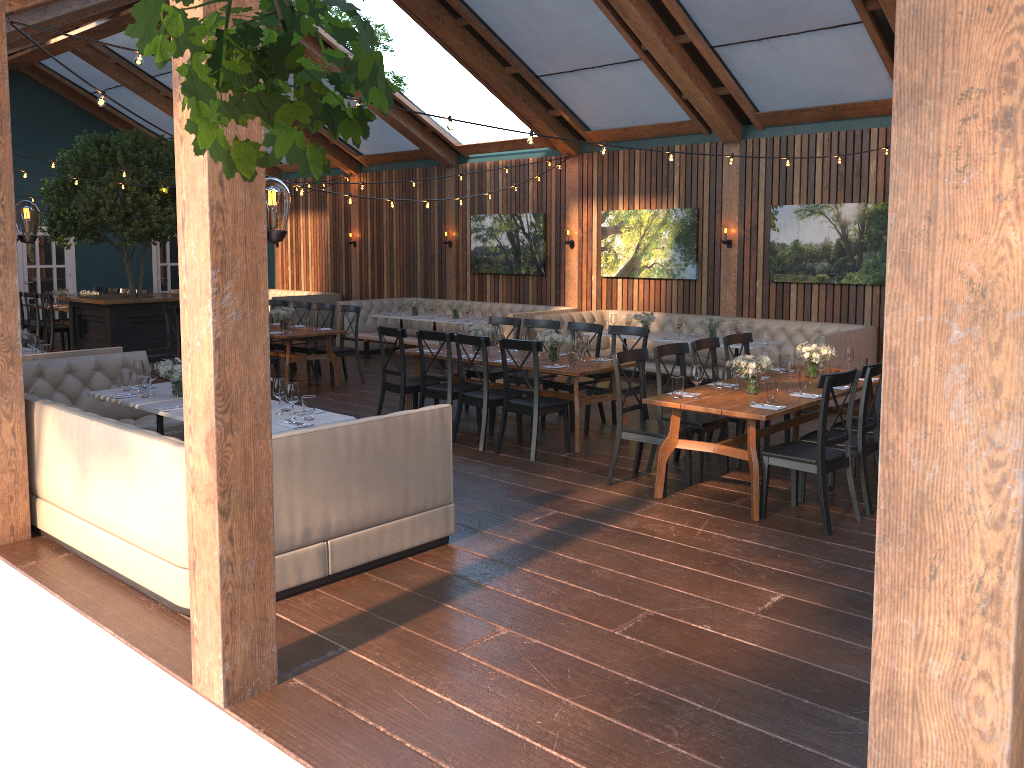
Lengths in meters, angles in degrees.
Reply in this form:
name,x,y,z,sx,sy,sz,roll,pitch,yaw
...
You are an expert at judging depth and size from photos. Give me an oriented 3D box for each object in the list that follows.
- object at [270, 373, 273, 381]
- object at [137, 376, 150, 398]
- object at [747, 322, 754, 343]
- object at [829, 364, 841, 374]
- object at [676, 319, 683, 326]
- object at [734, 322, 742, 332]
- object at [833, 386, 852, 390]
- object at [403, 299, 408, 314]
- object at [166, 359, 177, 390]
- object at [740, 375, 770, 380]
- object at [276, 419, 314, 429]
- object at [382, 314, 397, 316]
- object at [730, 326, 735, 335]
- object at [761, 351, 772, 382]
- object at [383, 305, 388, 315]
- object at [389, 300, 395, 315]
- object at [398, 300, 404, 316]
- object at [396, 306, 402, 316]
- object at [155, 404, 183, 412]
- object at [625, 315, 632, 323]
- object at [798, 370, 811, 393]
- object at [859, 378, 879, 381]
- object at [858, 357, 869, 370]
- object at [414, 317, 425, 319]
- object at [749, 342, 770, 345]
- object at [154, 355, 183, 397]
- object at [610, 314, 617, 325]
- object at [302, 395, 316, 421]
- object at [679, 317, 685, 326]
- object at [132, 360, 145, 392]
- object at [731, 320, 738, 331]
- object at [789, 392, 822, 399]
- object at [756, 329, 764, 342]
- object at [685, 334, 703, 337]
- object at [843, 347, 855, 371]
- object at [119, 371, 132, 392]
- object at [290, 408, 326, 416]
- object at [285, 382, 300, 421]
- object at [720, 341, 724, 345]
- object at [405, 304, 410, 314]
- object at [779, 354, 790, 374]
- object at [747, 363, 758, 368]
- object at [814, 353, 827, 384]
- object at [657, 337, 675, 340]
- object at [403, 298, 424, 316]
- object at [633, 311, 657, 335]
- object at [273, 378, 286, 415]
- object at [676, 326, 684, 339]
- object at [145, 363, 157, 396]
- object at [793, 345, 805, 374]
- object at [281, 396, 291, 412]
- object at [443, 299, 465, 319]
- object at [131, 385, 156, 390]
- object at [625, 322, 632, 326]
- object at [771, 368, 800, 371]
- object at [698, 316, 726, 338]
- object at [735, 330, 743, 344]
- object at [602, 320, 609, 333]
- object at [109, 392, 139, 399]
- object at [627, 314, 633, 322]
name,x,y,z,sx,sy,sz,roll,pitch,yaw
object,-1.846,0.039,6.149,0.336,0.307,0.331,2,8,17
object,-2.797,0.024,6.727,0.092,0.157,0.092,3,7,29
object,2.847,-0.621,10.565,0.092,0.243,0.093,-1,6,-5
object,2.561,-0.078,7.019,0.092,0.157,0.092,-2,7,-21
object,2.081,-0.690,11.001,0.092,0.243,0.093,-1,6,-5
object,2.672,-0.606,10.469,0.092,0.243,0.093,-1,6,-5
object,2.494,0.016,6.867,0.256,0.019,0.158,8,12,42
object,-1.781,-1.293,14.833,0.092,0.243,0.093,0,6,0
object,-2.736,-0.078,7.103,0.092,0.243,0.093,0,6,0
object,2.032,-0.058,7.332,0.256,0.019,0.158,8,12,42
object,-1.417,0.253,5.719,0.256,0.019,0.158,8,12,42
object,-1.992,-1.133,14.534,0.158,0.019,0.256,8,12,42
object,2.722,-0.626,10.869,0.092,0.157,0.092,3,7,29
object,2.055,-0.143,7.156,0.092,0.243,0.093,-1,6,-5
object,-2.109,-1.237,14.748,0.092,0.157,0.092,3,7,29
object,-2.000,-1.278,14.733,0.092,0.243,0.093,0,6,0
object,-1.830,-1.251,14.561,0.092,0.243,0.093,0,6,0
object,-1.841,-1.191,14.457,0.092,0.157,0.092,3,7,29
object,-2.382,0.164,6.279,0.158,0.019,0.256,8,12,42
object,1.515,-0.772,11.526,0.092,0.243,0.093,0,6,0
object,2.192,-0.017,6.633,0.092,0.157,0.092,-2,7,-21
object,2.878,-0.051,7.293,0.256,0.019,0.158,8,12,42
object,2.960,-0.146,7.455,0.092,0.157,0.092,-2,7,-21
object,-1.426,-1.051,14.009,0.158,0.019,0.256,8,12,42
object,2.884,-0.484,10.414,0.256,0.019,0.158,8,12,42
object,-2.564,-0.059,6.773,0.329,0.307,0.338,-3,8,-25
object,1.345,-0.800,11.698,0.092,0.243,0.093,0,6,0
object,-1.346,0.160,5.863,0.092,0.157,0.092,3,7,29
object,2.156,-0.730,11.261,0.092,0.243,0.093,-1,6,-5
object,-2.956,-0.063,7.003,0.092,0.243,0.093,0,6,0
object,2.711,-0.651,10.757,0.092,0.243,0.093,-1,6,-5
object,2.137,0.076,6.486,0.256,0.019,0.158,8,12,42
object,2.955,-0.577,10.558,0.092,0.157,0.092,3,7,29
object,2.318,-0.625,11.308,0.158,0.019,0.256,8,12,42
object,2.836,-0.189,7.452,0.092,0.243,0.093,-1,6,-5
object,-3.065,-0.022,7.018,0.092,0.157,0.092,3,7,29
object,-1.429,0.191,6.109,0.158,0.019,0.256,8,12,42
object,-1.455,0.116,5.870,0.092,0.243,0.093,-1,6,-5
object,2.510,-0.489,10.441,0.158,0.019,0.256,8,12,42
object,-1.770,-1.268,14.945,0.092,0.157,0.092,3,7,29
object,2.344,-0.173,7.620,0.092,0.157,0.092,-2,7,-21
object,1.952,-0.104,7.185,0.092,0.157,0.092,-2,7,-21
object,2.445,-0.121,7.016,0.092,0.243,0.093,-1,6,-5
object,1.920,-0.572,10.974,0.158,0.019,0.256,8,12,42
object,-1.604,-1.275,14.511,0.337,0.307,0.330,-5,9,-35
object,1.734,-0.795,11.465,0.329,0.307,0.338,-3,8,-25
object,-1.590,0.086,6.062,0.092,0.243,0.093,-1,6,-5
object,2.070,-0.630,10.897,0.092,0.157,0.092,3,7,29
object,-2.786,-0.036,6.831,0.092,0.243,0.093,0,6,0
object,2.460,-0.210,7.586,0.092,0.243,0.093,-1,6,-5
object,-1.579,0.111,6.174,0.092,0.157,0.092,3,7,29
object,-0.895,-1.174,13.868,0.337,0.307,0.331,-4,8,-31
object,-2.994,0.023,7.174,0.256,0.019,0.158,8,12,42
object,1.504,-0.713,11.422,0.092,0.157,0.092,3,7,29
object,2.417,-0.124,7.754,0.256,0.019,0.158,8,12,42
object,2.451,-0.697,10.840,0.336,0.307,0.331,2,8,17
object,2.661,-0.546,10.364,0.092,0.157,0.092,3,7,29
object,1.237,-0.759,11.713,0.092,0.157,0.092,3,7,29
object,-2.948,0.082,6.803,0.158,0.019,0.256,8,12,42
object,1.565,-0.815,11.798,0.092,0.243,0.093,0,6,0
